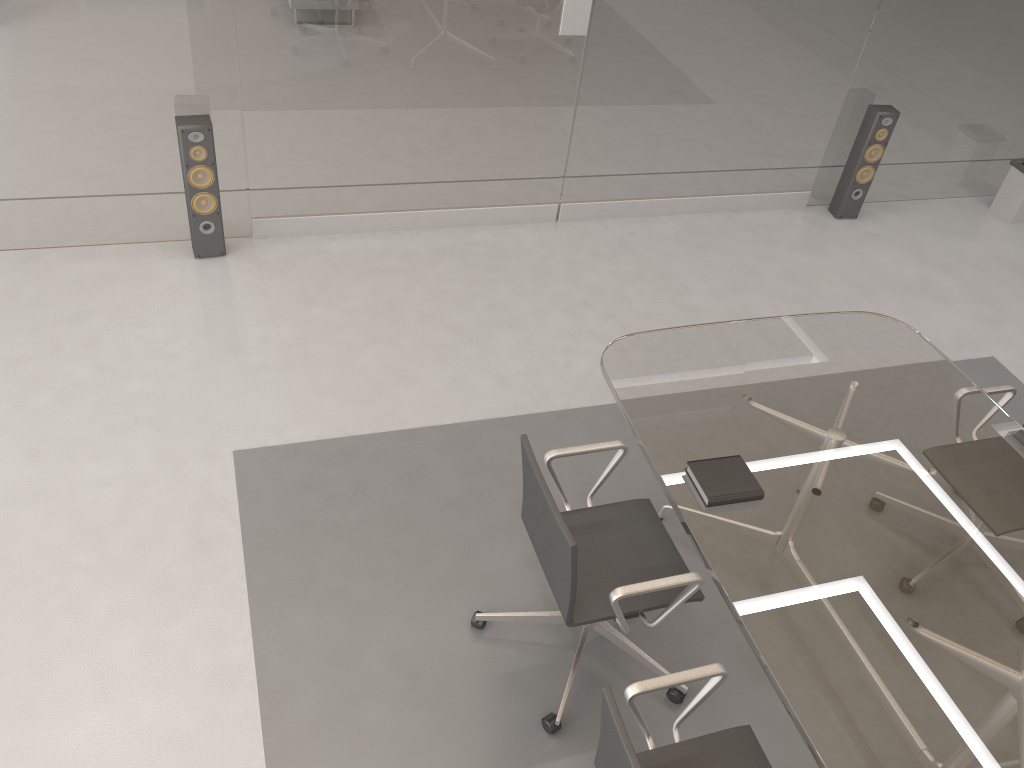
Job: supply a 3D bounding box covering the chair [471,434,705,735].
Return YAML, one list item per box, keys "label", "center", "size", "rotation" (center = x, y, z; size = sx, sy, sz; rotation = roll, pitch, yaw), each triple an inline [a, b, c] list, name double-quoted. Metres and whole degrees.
- label: "chair"
  center: [0.322, 0.547, 2.784]
  size: [0.710, 0.805, 0.731]
  rotation: [-20, 48, -30]

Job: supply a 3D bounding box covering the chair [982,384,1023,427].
- label: "chair"
  center: [1.788, 0.388, 3.237]
  size: [0.710, 0.805, 0.731]
  rotation: [-19, 47, -29]

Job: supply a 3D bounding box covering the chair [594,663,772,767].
- label: "chair"
  center: [0.499, 1.076, 2.189]
  size: [0.710, 0.805, 0.731]
  rotation: [-20, 48, -30]

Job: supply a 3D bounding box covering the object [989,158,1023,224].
- label: "object"
  center: [3.365, -1.267, 5.827]
  size: [0.233, 0.363, 0.233]
  rotation: [-6, 42, -17]

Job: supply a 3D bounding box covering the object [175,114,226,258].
- label: "object"
  center: [-1.499, -0.938, 4.290]
  size: [0.152, 0.706, 0.124]
  rotation: [-10, 43, -21]

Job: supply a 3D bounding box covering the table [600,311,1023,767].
- label: "table"
  center: [1.287, 1.008, 2.471]
  size: [1.372, 0.721, 3.054]
  rotation: [-6, 42, -17]

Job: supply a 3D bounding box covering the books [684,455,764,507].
- label: "books"
  center: [0.626, 0.286, 2.619]
  size: [0.183, 0.032, 0.164]
  rotation: [-5, 42, -16]

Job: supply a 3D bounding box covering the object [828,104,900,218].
- label: "object"
  center: [2.153, -1.347, 5.435]
  size: [0.152, 0.706, 0.124]
  rotation: [-3, 41, -14]
